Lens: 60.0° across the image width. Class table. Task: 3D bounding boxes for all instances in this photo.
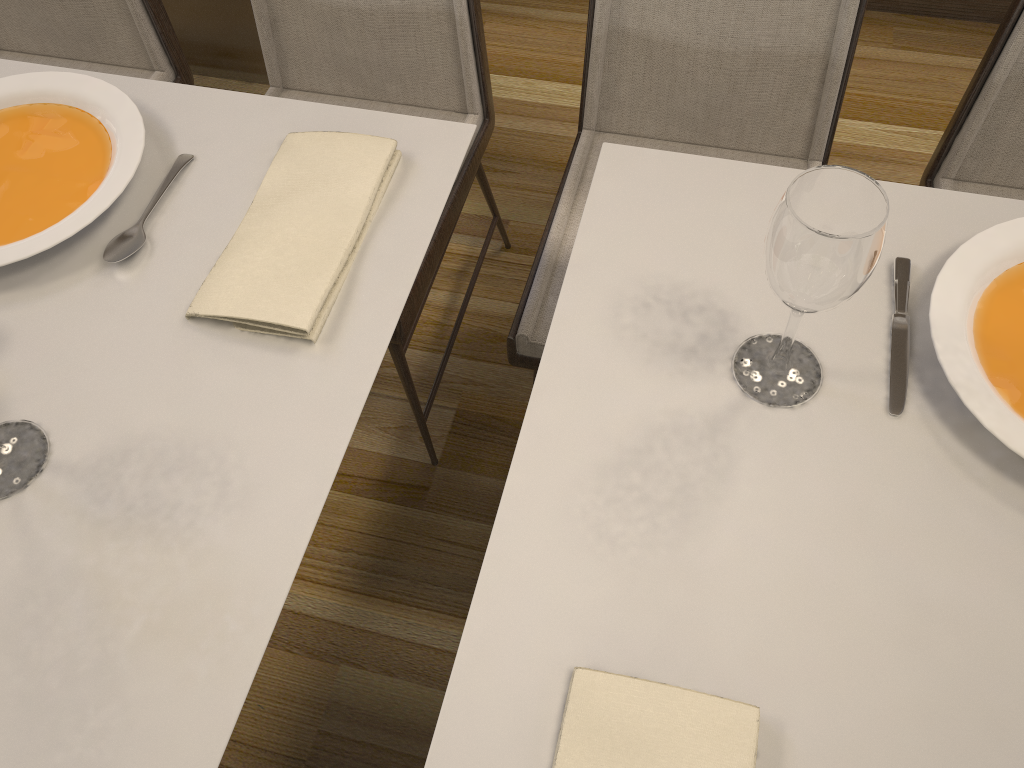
[{"bbox_3d":[0.496,0.403,0.993,1.012,0.746,0.953,11,58,10],"label":"table"},{"bbox_3d":[-0.627,0.187,1.206,1.012,0.746,0.953,11,58,10],"label":"table"}]

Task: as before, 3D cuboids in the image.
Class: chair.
[{"bbox_3d":[0.261,-0.241,1.350,0.412,0.888,0.576,11,58,10],"label":"chair"},{"bbox_3d":[0.804,-0.136,1.248,0.412,0.888,0.576,11,58,10],"label":"chair"},{"bbox_3d":[-0.284,-0.346,1.454,0.412,0.888,0.576,11,58,10],"label":"chair"},{"bbox_3d":[-0.856,-0.456,1.562,0.412,0.888,0.576,11,58,10],"label":"chair"}]

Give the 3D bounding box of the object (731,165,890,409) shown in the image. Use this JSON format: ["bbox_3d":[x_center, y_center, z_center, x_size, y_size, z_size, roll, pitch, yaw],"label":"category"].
[{"bbox_3d":[0.244,-0.074,0.743,0.086,0.226,0.088,16,60,13],"label":"object"}]

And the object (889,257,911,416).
[{"bbox_3d":[0.372,-0.049,0.848,0.017,0.010,0.188,10,58,10],"label":"object"}]

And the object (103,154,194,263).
[{"bbox_3d":[-0.402,-0.200,0.992,0.038,0.015,0.184,12,58,11],"label":"object"}]

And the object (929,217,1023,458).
[{"bbox_3d":[0.544,-0.026,0.809,0.321,0.035,0.328,-4,56,1],"label":"object"}]

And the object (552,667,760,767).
[{"bbox_3d":[0.083,0.345,0.600,0.143,0.032,0.278,11,58,10],"label":"object"}]

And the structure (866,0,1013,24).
[{"bbox_3d":[2.763,-1.933,2.265,10.760,0.982,2.414,11,58,11],"label":"structure"}]

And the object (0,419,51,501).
[{"bbox_3d":[-0.479,0.010,0.731,0.087,0.226,0.087,-30,60,-15],"label":"object"}]

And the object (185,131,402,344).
[{"bbox_3d":[-0.231,-0.170,0.961,0.143,0.032,0.278,11,58,10],"label":"object"}]

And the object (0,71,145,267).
[{"bbox_3d":[-0.578,-0.242,1.022,0.321,0.035,0.328,-8,56,-2],"label":"object"}]
